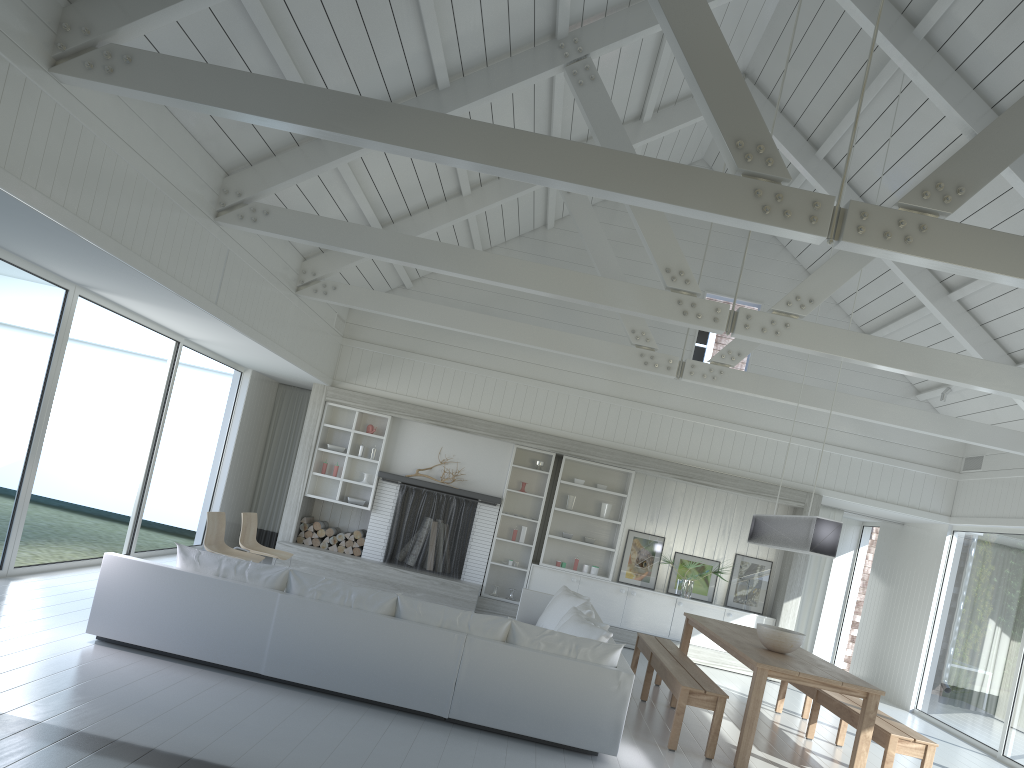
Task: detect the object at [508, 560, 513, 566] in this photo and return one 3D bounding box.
[{"bbox_3d":[-0.017,2.322,11.466,0.054,0.071,0.054,13,-4,2],"label":"object"}]

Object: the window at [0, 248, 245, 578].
[{"bbox_3d":[-3.825,0.365,7.093,0.080,2.409,8.777,13,-7,3],"label":"window"}]

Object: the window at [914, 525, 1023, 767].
[{"bbox_3d":[5.176,2.204,5.711,0.080,2.408,11.008,13,-7,3],"label":"window"}]

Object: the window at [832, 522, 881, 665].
[{"bbox_3d":[5.396,3.338,13.745,0.037,2.421,0.950,13,-2,3],"label":"window"}]

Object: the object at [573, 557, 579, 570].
[{"bbox_3d":[0.836,2.318,11.444,0.054,0.195,0.054,13,-2,2],"label":"object"}]

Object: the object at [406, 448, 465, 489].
[{"bbox_3d":[-0.881,1.053,11.282,0.791,0.501,0.454,16,-5,-28],"label":"object"}]

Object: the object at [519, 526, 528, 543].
[{"bbox_3d":[0.145,1.958,11.469,0.072,0.210,0.071,13,-2,2],"label":"object"}]

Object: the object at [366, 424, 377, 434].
[{"bbox_3d":[-1.833,0.589,11.450,0.060,0.126,0.229,15,-6,-43],"label":"object"}]

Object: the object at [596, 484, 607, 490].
[{"bbox_3d":[1.177,1.363,11.601,0.141,0.066,0.142,12,-6,2],"label":"object"}]

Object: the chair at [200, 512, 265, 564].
[{"bbox_3d":[-2.604,1.590,8.031,0.554,0.778,0.598,13,-4,2],"label":"chair"}]

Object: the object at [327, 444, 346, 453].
[{"bbox_3d":[-2.296,0.844,11.479,0.243,0.072,0.242,14,-7,-12],"label":"object"}]

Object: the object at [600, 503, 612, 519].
[{"bbox_3d":[1.217,1.650,11.449,0.104,0.196,0.101,15,-4,-43],"label":"object"}]

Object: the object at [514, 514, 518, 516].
[{"bbox_3d":[0.054,1.705,11.464,0.054,0.025,0.055,12,-6,2],"label":"object"}]

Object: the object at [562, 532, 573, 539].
[{"bbox_3d":[0.716,1.971,11.451,0.141,0.066,0.142,12,-6,2],"label":"object"}]

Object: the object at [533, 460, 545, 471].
[{"bbox_3d":[0.352,1.065,11.464,0.160,0.123,0.164,9,-6,35],"label":"object"}]

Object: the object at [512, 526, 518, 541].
[{"bbox_3d":[0.039,1.943,11.474,0.054,0.195,0.054,13,-2,2],"label":"object"}]

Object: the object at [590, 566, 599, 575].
[{"bbox_3d":[1.070,2.409,11.405,0.084,0.111,0.086,10,-5,37],"label":"object"}]

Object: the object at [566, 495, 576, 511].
[{"bbox_3d":[0.760,1.549,11.463,0.102,0.196,0.103,13,-3,2],"label":"object"}]

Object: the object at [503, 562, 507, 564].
[{"bbox_3d":[-0.097,2.328,11.468,0.054,0.025,0.055,12,-6,2],"label":"object"}]

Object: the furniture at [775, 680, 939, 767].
[{"bbox_3d":[2.812,2.914,7.526,0.340,0.469,2.700,13,-7,3],"label":"furniture"}]

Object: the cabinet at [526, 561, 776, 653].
[{"bbox_3d":[1.752,2.950,11.515,3.179,0.549,0.657,12,-5,2],"label":"cabinet"}]

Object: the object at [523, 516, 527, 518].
[{"bbox_3d":[0.171,1.738,11.515,0.054,0.025,0.055,12,-6,2],"label":"object"}]

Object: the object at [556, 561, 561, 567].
[{"bbox_3d":[0.601,2.327,11.433,0.055,0.071,0.054,14,-4,-19],"label":"object"}]

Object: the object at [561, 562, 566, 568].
[{"bbox_3d":[0.668,2.351,11.457,0.059,0.061,0.057,14,-5,-20],"label":"object"}]

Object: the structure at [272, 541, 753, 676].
[{"bbox_3d":[0.150,2.949,11.860,6.344,0.345,1.895,12,-7,2],"label":"structure"}]

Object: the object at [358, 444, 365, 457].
[{"bbox_3d":[-1.956,0.854,11.455,0.054,0.195,0.054,13,-2,3],"label":"object"}]

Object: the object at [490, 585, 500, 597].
[{"bbox_3d":[-0.218,2.682,11.455,0.135,0.130,0.139,8,-7,45],"label":"object"}]

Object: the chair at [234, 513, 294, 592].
[{"bbox_3d":[-2.531,1.712,8.809,0.554,0.778,0.598,13,-4,2],"label":"chair"}]

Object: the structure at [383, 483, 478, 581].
[{"bbox_3d":[-1.047,1.889,11.265,1.097,1.060,0.117,13,-1,1],"label":"structure"}]

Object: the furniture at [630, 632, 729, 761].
[{"bbox_3d":[1.351,2.591,7.571,0.340,0.469,2.700,13,-7,3],"label":"furniture"}]

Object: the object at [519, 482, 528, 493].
[{"bbox_3d":[0.147,1.347,11.487,0.135,0.130,0.139,8,-7,45],"label":"object"}]

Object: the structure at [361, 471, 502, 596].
[{"bbox_3d":[-1.045,1.960,11.619,1.615,1.282,0.864,13,-3,2],"label":"structure"}]

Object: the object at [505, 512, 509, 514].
[{"bbox_3d":[-0.063,1.672,11.413,0.054,0.025,0.055,12,-6,2],"label":"object"}]

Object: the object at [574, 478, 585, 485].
[{"bbox_3d":[0.873,1.276,11.468,0.141,0.066,0.142,12,-6,2],"label":"object"}]

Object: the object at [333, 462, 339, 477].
[{"bbox_3d":[-2.285,1.107,11.455,0.054,0.195,0.054,13,-2,3],"label":"object"}]

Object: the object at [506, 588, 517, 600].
[{"bbox_3d":[-0.004,2.729,11.448,0.135,0.130,0.139,8,-7,45],"label":"object"}]

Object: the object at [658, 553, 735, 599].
[{"bbox_3d":[2.332,2.435,11.214,0.971,0.627,0.625,13,-4,0],"label":"object"}]

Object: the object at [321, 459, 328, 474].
[{"bbox_3d":[-2.433,1.075,11.459,0.054,0.195,0.054,13,-2,3],"label":"object"}]

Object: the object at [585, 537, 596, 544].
[{"bbox_3d":[1.021,2.057,11.583,0.141,0.066,0.142,12,-6,2],"label":"object"}]

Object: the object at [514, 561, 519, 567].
[{"bbox_3d":[0.055,2.343,11.462,0.058,0.061,0.058,13,-4,2],"label":"object"}]

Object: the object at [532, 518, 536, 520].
[{"bbox_3d":[0.288,1.771,11.566,0.054,0.025,0.055,12,-6,2],"label":"object"}]

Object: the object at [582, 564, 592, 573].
[{"bbox_3d":[0.977,2.406,11.476,0.091,0.095,0.091,10,-5,36],"label":"object"}]

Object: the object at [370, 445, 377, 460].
[{"bbox_3d":[-1.794,0.890,11.450,0.054,0.195,0.054,13,-2,3],"label":"object"}]
